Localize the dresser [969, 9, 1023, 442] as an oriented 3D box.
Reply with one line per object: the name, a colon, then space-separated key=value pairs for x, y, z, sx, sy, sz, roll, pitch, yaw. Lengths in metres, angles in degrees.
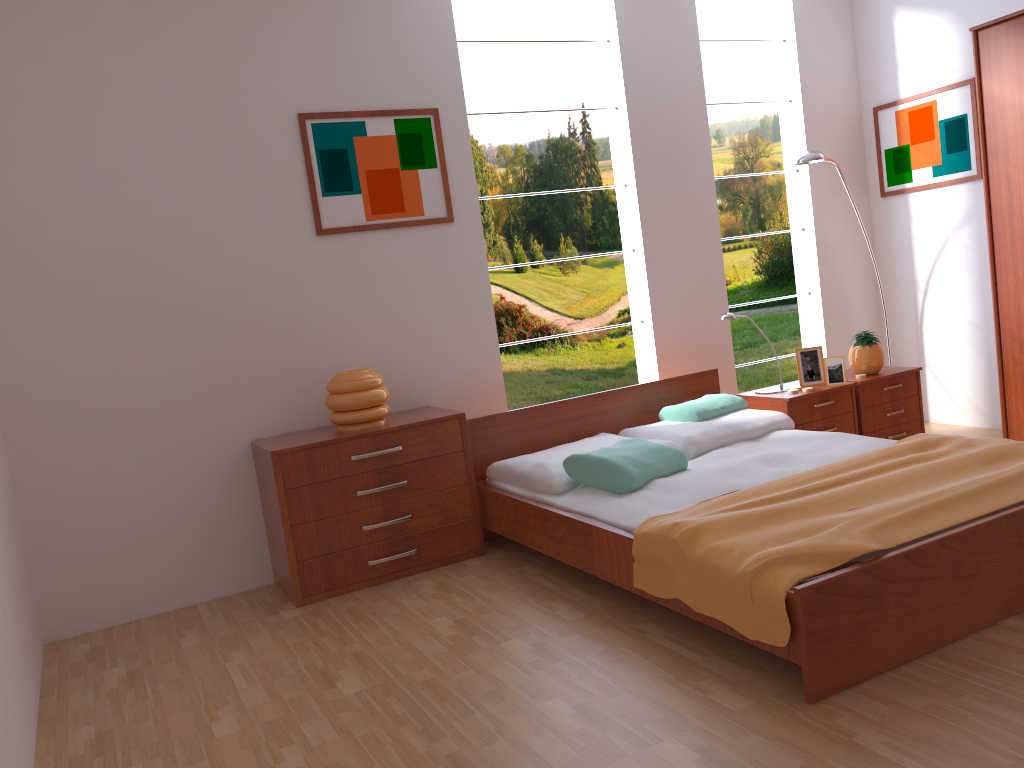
dresser: x=2.881 y=-0.640 z=3.360 sx=0.487 sy=2.004 sz=2.017 roll=-11 pitch=7 yaw=-26

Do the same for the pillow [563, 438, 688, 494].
pillow: x=0.445 y=0.313 z=3.459 sx=0.334 sy=0.164 sz=0.425 roll=-3 pitch=8 yaw=40

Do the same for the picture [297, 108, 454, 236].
picture: x=-0.592 y=-0.946 z=3.931 sx=0.645 sy=0.517 sz=0.030 roll=-11 pitch=7 yaw=-26

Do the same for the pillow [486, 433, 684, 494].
pillow: x=0.295 y=0.341 z=3.774 sx=0.682 sy=0.157 sz=0.574 roll=-12 pitch=7 yaw=-32

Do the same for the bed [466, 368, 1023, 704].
bed: x=0.949 y=0.341 z=3.375 sx=1.632 sy=0.560 sz=1.990 roll=-11 pitch=7 yaw=-26

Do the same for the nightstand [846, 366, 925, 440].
nightstand: x=1.831 y=0.162 z=4.590 sx=0.439 sy=0.442 sz=0.377 roll=-11 pitch=7 yaw=-26

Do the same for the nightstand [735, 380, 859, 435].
nightstand: x=1.419 y=0.241 z=4.389 sx=0.439 sy=0.442 sz=0.377 roll=-11 pitch=7 yaw=-26

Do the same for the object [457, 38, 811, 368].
object: x=0.786 y=-0.908 z=4.715 sx=2.205 sy=1.815 sz=0.033 roll=-11 pitch=7 yaw=-26

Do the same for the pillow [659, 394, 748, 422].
pillow: x=0.895 y=0.125 z=4.169 sx=0.322 sy=0.116 sz=0.276 roll=-11 pitch=7 yaw=-29

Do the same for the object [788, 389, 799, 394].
object: x=1.345 y=0.037 z=4.244 sx=0.049 sy=0.018 sz=0.049 roll=-13 pitch=8 yaw=-39

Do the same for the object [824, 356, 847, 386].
object: x=1.566 y=-0.063 z=4.296 sx=0.094 sy=0.137 sz=0.027 roll=-6 pitch=7 yaw=19

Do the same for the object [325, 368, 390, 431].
object: x=-0.644 y=0.063 z=3.699 sx=0.264 sy=0.244 sz=0.264 roll=-9 pitch=6 yaw=-9

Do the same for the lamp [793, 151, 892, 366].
lamp: x=1.912 y=-0.470 z=4.845 sx=0.387 sy=1.603 sz=0.799 roll=-3 pitch=8 yaw=37

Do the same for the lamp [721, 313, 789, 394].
lamp: x=1.190 y=-0.156 z=4.306 sx=0.337 sy=0.421 sz=0.163 roll=-13 pitch=8 yaw=-38

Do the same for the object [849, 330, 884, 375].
object: x=1.795 y=-0.158 z=4.499 sx=0.170 sy=0.223 sz=0.169 roll=-2 pitch=9 yaw=43

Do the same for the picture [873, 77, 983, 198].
picture: x=2.276 y=-1.333 z=4.875 sx=0.030 sy=0.517 sz=0.645 roll=-11 pitch=7 yaw=-26

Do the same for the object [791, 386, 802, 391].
object: x=1.381 y=0.025 z=4.310 sx=0.049 sy=0.018 sz=0.049 roll=-13 pitch=8 yaw=-39

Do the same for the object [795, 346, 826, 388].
object: x=1.472 y=-0.084 z=4.367 sx=0.131 sy=0.191 sz=0.037 roll=-7 pitch=6 yaw=4

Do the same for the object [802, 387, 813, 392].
object: x=1.411 y=0.029 z=4.232 sx=0.049 sy=0.018 sz=0.049 roll=-13 pitch=8 yaw=-39

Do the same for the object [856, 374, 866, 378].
object: x=1.741 y=-0.037 z=4.422 sx=0.049 sy=0.018 sz=0.049 roll=-13 pitch=8 yaw=-39

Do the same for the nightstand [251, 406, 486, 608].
nightstand: x=-0.599 y=0.487 z=3.742 sx=0.815 sy=0.626 sz=0.428 roll=-11 pitch=7 yaw=-26

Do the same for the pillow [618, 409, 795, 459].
pillow: x=0.889 y=0.224 z=4.088 sx=0.630 sy=0.182 sz=0.574 roll=-11 pitch=7 yaw=-27
